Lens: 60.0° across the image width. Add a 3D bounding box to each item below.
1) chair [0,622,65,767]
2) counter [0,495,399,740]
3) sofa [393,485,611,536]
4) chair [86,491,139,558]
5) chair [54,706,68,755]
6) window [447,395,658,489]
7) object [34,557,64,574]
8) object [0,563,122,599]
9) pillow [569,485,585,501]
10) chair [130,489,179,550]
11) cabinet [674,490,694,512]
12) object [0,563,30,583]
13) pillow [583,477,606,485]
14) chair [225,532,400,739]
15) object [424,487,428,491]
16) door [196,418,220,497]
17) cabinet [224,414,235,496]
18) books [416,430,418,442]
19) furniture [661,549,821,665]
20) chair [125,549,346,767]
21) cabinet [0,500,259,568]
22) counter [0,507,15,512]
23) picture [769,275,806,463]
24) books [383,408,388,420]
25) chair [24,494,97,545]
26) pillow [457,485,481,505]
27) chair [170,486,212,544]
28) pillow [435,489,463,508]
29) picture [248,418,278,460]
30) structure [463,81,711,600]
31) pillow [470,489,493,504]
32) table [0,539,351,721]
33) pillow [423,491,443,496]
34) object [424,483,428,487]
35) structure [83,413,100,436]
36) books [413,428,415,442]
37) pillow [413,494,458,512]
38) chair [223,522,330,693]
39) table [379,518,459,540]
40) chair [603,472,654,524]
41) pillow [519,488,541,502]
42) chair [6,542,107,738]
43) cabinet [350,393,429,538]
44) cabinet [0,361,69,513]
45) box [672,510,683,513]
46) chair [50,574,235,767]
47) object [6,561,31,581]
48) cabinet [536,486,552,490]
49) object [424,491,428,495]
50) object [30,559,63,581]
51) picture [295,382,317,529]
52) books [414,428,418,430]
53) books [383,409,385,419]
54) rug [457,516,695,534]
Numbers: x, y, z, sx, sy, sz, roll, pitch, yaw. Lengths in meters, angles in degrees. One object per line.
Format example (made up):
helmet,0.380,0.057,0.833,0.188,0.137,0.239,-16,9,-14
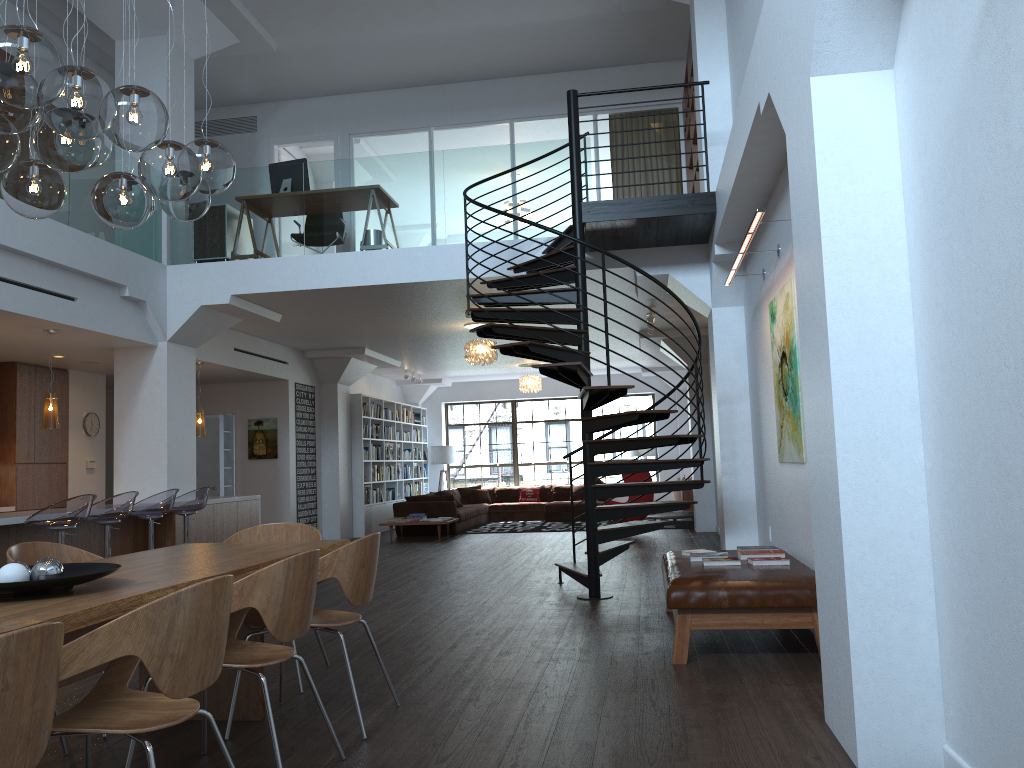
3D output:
chair,-1.237,0.915,1.767,0.618,0.833,0.629,-3,-5,8
counter,-3.254,1.461,7.100,3.039,0.860,8.182,0,-6,-21
sofa,0.026,2.301,16.629,3.481,0.664,4.197,-3,-5,8
chair,-3.398,1.417,7.441,0.481,1.014,0.530,-3,-5,6
chair,-2.194,1.104,3.458,0.618,0.833,0.629,-3,-5,8
window,0.840,1.298,19.682,4.648,1.905,0.114,-3,-5,8
object,-1.612,0.652,3.081,0.100,0.100,0.100,2,-6,-36
object,-1.652,0.675,3.017,0.592,0.066,0.592,1,-6,-34
pillow,1.414,2.186,17.936,0.542,0.362,0.248,-5,-6,29
chair,-3.286,1.469,8.066,0.481,1.014,0.530,-3,-5,6
cabinet,3.276,2.026,16.265,0.459,0.350,4.501,-3,-5,8
object,-1.646,0.641,2.924,0.100,0.100,0.100,2,-6,-36
pillow,1.639,2.107,18.076,0.651,0.587,0.335,-1,-5,-13
chair,-0.890,1.107,4.044,0.617,0.830,0.629,-3,-5,8
object,-1.998,2.265,19.097,0.331,0.088,0.410,-3,-5,8
door,-5.044,1.569,14.156,0.826,2.032,0.174,-3,-5,8
cabinet,-5.187,1.168,14.873,0.527,2.991,2.630,-3,-5,8
books,-2.069,1.100,18.661,0.183,0.253,0.034,-3,-5,8
furniture,1.435,1.361,5.682,0.907,0.453,1.819,-3,-5,8
chair,-1.012,1.044,3.289,0.618,0.833,0.629,-3,-5,10
cabinet,-3.913,1.665,8.832,0.898,0.796,4.493,-3,-5,8
counter,-6.191,1.228,7.817,0.600,0.050,4.387,-3,-5,8
picture,1.900,-0.055,6.165,0.010,1.200,1.095,-3,-5,8
books,-2.400,0.568,16.661,0.140,0.231,0.042,-3,-5,8
chair,-3.465,1.362,6.814,0.481,1.014,0.530,-3,-5,10
pillow,-0.831,2.308,18.344,0.580,0.418,0.334,0,-5,-18
chair,-3.191,1.522,8.687,0.481,1.014,0.530,-3,-5,10
pillow,-1.195,2.194,16.766,0.325,0.391,0.625,-5,-6,25
picture,-3.703,0.815,13.174,0.450,0.600,0.030,-3,-5,8
structure,0.608,-0.395,7.571,1.998,4.352,1.998,1,-6,-31
pillow,-0.656,2.308,18.219,0.489,0.337,0.238,0,-6,-22
table,-1.636,1.081,2.975,1.012,0.750,3.803,-3,-5,9
pillow,-1.304,2.047,15.346,0.269,0.411,0.559,2,-6,-35
object,-2.008,2.178,19.106,0.316,0.088,0.410,-3,-5,8
structure,-5.376,0.517,11.340,0.040,0.300,0.300,-3,-5,8
books,-2.112,1.062,18.430,0.176,0.290,0.053,-3,-5,8
pillow,-1.305,2.064,15.074,0.750,0.364,0.289,-3,-5,8
chair,-1.350,1.201,4.876,0.629,0.833,0.618,-2,-5,3
table,-1.481,2.342,14.281,1.100,0.271,0.853,-3,-5,8
chair,1.825,1.808,13.827,0.801,1.006,0.798,-6,-6,34
pillow,0.364,2.285,18.209,0.465,0.308,0.220,-3,-5,5
chair,-2.059,1.169,4.224,0.618,0.833,0.629,-3,-5,7
cabinet,-2.394,1.561,17.169,0.461,2.414,4.500,-3,-5,8
cabinet,-6.138,0.854,8.304,0.598,2.499,5.299,-3,-5,8
box,3.466,2.602,18.607,0.228,0.165,0.368,-3,-5,8
chair,-1.107,0.979,2.534,0.618,0.833,0.629,-3,-5,8
object,-1.689,0.654,3.017,0.100,0.100,0.100,2,-6,-36
cabinet,0.807,2.509,19.031,1.520,0.625,0.350,-3,-5,8
object,-1.994,2.353,19.089,0.331,0.088,0.410,-3,-5,8
object,-1.569,0.642,2.989,0.100,0.100,0.100,2,-6,-36
picture,-3.176,1.192,13.722,0.021,2.380,0.800,-3,-5,9
books,-2.073,1.085,18.699,0.176,0.290,0.036,-3,-5,8
books,-2.429,0.569,16.435,0.139,0.191,0.036,-3,-5,8
rug,1.301,2.517,15.899,4.200,0.007,3.100,-3,-5,10
